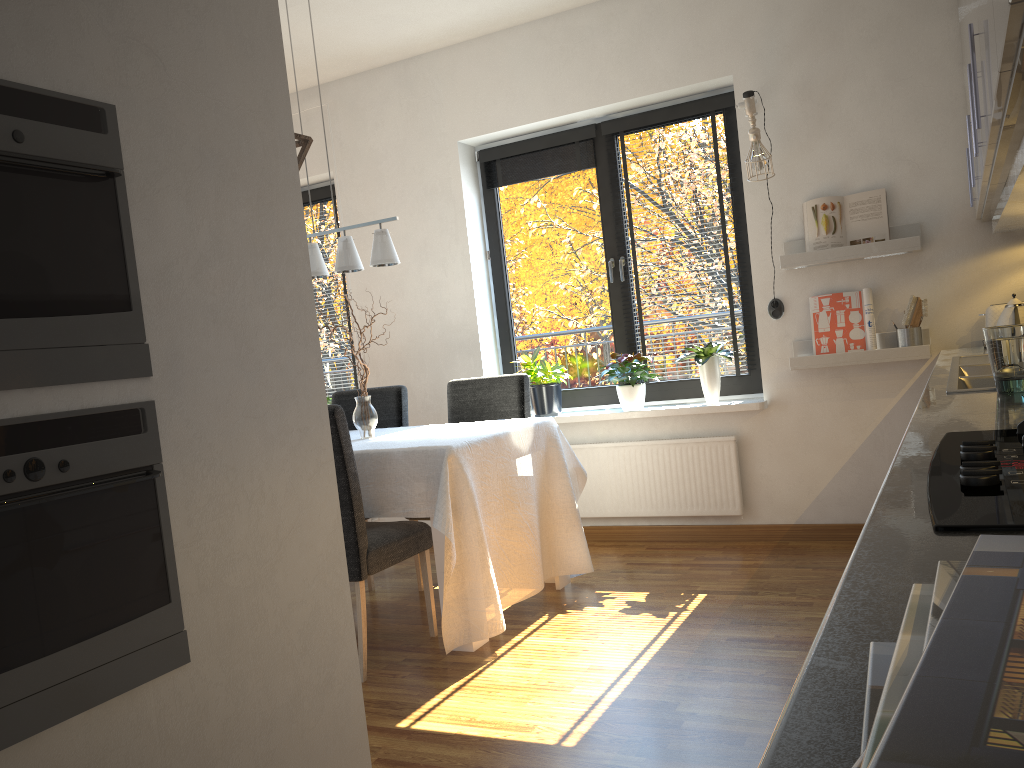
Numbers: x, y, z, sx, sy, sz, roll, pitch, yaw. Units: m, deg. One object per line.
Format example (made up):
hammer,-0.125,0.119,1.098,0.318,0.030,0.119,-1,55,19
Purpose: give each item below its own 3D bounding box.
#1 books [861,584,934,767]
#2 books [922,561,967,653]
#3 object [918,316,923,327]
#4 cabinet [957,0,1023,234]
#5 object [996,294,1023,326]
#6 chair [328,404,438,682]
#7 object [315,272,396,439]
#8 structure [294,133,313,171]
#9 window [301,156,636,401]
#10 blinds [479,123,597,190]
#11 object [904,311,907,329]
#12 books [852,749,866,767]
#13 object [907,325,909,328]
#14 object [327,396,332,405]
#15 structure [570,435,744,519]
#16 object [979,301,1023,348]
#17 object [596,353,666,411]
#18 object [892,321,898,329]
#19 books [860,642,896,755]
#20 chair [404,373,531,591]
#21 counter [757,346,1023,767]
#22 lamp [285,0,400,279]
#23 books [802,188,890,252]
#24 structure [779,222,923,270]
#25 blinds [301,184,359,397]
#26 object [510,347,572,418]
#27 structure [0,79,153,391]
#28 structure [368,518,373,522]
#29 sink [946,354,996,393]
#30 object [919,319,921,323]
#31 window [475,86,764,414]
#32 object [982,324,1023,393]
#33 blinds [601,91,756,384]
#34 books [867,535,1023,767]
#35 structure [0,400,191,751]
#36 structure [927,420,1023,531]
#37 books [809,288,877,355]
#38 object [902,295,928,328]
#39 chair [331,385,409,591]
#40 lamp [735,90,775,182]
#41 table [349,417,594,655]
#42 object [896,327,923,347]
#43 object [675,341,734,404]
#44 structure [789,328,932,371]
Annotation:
books,0.262,0.122,0.304,0.253,0.011,0.318,-5,2,29
books,0.280,0.110,0.306,0.253,0.011,0.318,-5,2,28
object,1.806,-0.238,3.951,0.008,0.193,0.098,-9,4,-40
cabinet,1.193,-1.013,1.855,0.458,1.070,4.230,-5,3,27
object,2.000,-0.242,3.532,0.204,0.236,0.178,-8,3,-26
chair,-0.636,0.543,3.344,0.462,0.961,0.544,-5,3,27
object,-0.691,-0.148,3.860,0.403,0.785,0.615,-6,3,2
structure,-0.750,-0.722,2.134,0.495,0.776,0.185,-5,3,27
window,4.550,0.673,16.186,21.809,18.384,12.975,-8,3,-33
blinds,0.150,-1.258,4.937,0.711,0.230,0.049,-5,3,27
object,1.758,-0.228,3.947,0.020,0.201,0.007,-9,4,-41
books,0.275,0.131,0.315,0.253,0.011,0.318,-5,3,39
object,1.755,-0.216,3.961,0.007,0.165,0.067,-9,4,-40
object,-1.237,0.186,5.661,0.267,0.237,0.283,-6,3,9
structure,0.488,0.541,4.720,1.458,0.460,0.078,-5,3,29
object,2.101,-0.245,3.711,0.253,0.192,0.175,-5,3,27
object,0.612,-0.017,4.624,0.380,0.309,0.370,-6,2,2
object,1.746,-0.212,3.971,0.089,0.159,0.007,-7,3,-12
books,0.246,0.147,0.285,0.253,0.011,0.318,-5,2,24
chair,-0.191,0.460,4.218,0.462,0.961,0.544,-5,3,32
counter,1.246,0.097,1.947,0.622,0.192,4.245,-5,2,27
lamp,-0.867,-1.119,3.870,0.760,1.285,0.131,-5,3,27
books,1.518,-0.717,4.045,0.364,0.299,0.109,-5,3,27
structure,1.531,-0.626,4.027,0.594,0.129,0.147,-5,3,27
blinds,-1.260,-0.530,5.733,0.711,1.423,0.049,-5,3,27
object,0.193,-0.017,4.868,0.333,0.385,0.299,-4,4,43
structure,-0.762,-0.219,1.247,0.052,0.462,0.585,-5,3,27
structure,-1.544,0.728,5.773,1.458,0.460,0.078,-5,3,26
sink,1.548,0.022,2.587,0.475,0.169,1.419,-5,2,27
object,1.806,-0.232,3.953,0.014,0.190,0.077,-8,3,-29
window,0.557,-0.655,4.838,1.562,1.589,0.119,-5,3,27
object,1.092,-0.055,1.940,0.102,0.146,0.102,-5,3,27
blinds,0.876,-0.726,4.625,0.711,1.423,0.049,-5,3,27
books,0.287,0.098,0.310,0.253,0.011,0.318,-5,3,34
structure,-0.706,0.280,1.273,0.052,0.462,0.585,-5,3,27
structure,0.749,0.075,1.011,0.501,0.041,0.661,-5,2,27
books,1.522,-0.262,4.085,0.283,0.331,0.138,-5,3,25
object,1.773,-0.261,3.907,0.119,0.267,0.059,-5,3,19
chair,-0.814,0.517,4.541,0.462,0.961,0.544,-5,3,27
lamp,1.133,-1.130,4.102,0.131,0.395,0.311,-5,3,32
table,-0.687,0.624,3.975,1.857,0.763,1.234,-5,3,28
object,1.772,-0.187,3.951,0.103,0.124,0.103,-5,3,25
object,0.989,-0.057,4.489,0.292,0.316,0.353,-5,3,18
structure,1.583,-0.157,4.052,0.595,0.129,0.147,-5,3,27
